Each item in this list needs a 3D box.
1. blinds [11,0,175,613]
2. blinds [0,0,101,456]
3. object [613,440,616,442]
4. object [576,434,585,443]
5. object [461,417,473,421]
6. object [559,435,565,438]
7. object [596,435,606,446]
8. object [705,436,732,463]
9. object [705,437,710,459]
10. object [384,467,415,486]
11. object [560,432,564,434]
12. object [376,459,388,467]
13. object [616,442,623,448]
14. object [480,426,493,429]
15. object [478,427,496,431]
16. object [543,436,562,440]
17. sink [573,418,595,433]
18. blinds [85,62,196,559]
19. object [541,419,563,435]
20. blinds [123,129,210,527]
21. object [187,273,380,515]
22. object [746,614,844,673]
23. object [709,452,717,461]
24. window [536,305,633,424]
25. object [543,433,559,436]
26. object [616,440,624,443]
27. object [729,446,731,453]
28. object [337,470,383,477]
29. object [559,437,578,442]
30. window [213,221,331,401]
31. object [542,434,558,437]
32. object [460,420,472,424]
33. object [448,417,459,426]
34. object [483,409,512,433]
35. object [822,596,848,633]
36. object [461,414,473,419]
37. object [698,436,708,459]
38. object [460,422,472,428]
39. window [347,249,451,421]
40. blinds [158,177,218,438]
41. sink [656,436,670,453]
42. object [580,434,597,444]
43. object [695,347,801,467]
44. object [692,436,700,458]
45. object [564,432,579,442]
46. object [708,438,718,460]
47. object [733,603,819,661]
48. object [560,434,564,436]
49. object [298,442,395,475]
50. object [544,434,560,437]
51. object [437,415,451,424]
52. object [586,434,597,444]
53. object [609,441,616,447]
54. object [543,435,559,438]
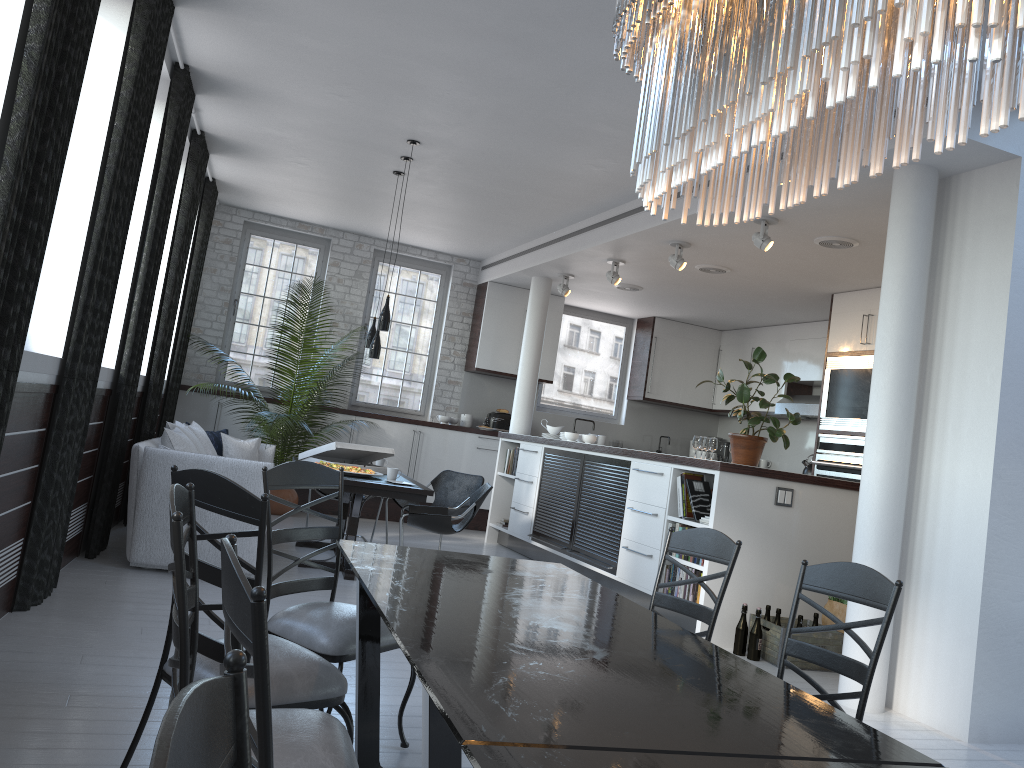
[{"bbox_3d":[-2.145,-0.541,4.623,0.102,3.326,0.622,10,-6,-15],"label":"blinds"},{"bbox_3d":[-1.729,-0.570,3.140,0.087,3.326,0.622,10,-6,-15],"label":"blinds"},{"bbox_3d":[1.361,0.787,11.622,0.093,0.098,0.094,12,-6,-38],"label":"object"},{"bbox_3d":[0.721,0.572,9.211,0.156,0.093,0.157,11,-5,-35],"label":"object"},{"bbox_3d":[-0.564,0.445,10.984,0.153,0.063,0.152,8,-4,9],"label":"object"},{"bbox_3d":[0.620,0.584,9.447,0.235,0.041,0.235,10,-4,-22],"label":"object"},{"bbox_3d":[1.128,0.729,11.241,0.109,0.152,0.137,6,-5,30],"label":"object"},{"bbox_3d":[2.905,0.919,11.875,0.242,0.375,0.874,11,-4,-25],"label":"object"},{"bbox_3d":[1.790,0.603,8.153,0.082,0.224,0.082,12,-6,-30],"label":"object"},{"bbox_3d":[-0.837,0.679,6.514,0.175,0.097,0.301,11,-4,-31],"label":"object"},{"bbox_3d":[0.626,0.549,9.450,0.236,0.041,0.234,7,-4,20],"label":"object"},{"bbox_3d":[-1.175,0.712,7.894,0.204,0.099,0.175,10,-4,-16],"label":"object"},{"bbox_3d":[1.394,0.816,11.522,0.094,0.098,0.093,9,-5,-4],"label":"object"},{"bbox_3d":[-0.312,0.531,10.737,0.139,0.044,0.136,6,-4,31],"label":"object"},{"bbox_3d":[-0.308,0.548,10.735,0.261,0.028,0.262,11,-4,-33],"label":"object"},{"bbox_3d":[0.451,0.598,9.710,0.261,0.028,0.262,11,-4,-32],"label":"object"},{"bbox_3d":[0.923,0.670,9.793,0.647,0.521,0.546,10,-5,-21],"label":"sink"},{"bbox_3d":[-2.531,-0.509,6.084,0.098,3.326,0.622,10,-6,-15],"label":"blinds"},{"bbox_3d":[0.442,0.487,9.724,0.269,0.174,0.130,8,-5,9],"label":"object"},{"bbox_3d":[-2.946,-0.479,7.602,0.111,3.326,0.738,10,-6,-15],"label":"blinds"},{"bbox_3d":[-2.510,0.070,9.372,1.925,2.632,2.388,6,-5,27],"label":"object"},{"bbox_3d":[1.819,1.661,5.702,0.454,0.249,0.389,10,-4,-15],"label":"object"},{"bbox_3d":[2.682,0.995,11.811,0.108,0.152,0.138,10,-5,-21],"label":"object"},{"bbox_3d":[0.966,-0.271,11.865,1.295,1.464,0.133,10,-6,-21],"label":"window"},{"bbox_3d":[0.455,0.568,9.713,0.261,0.028,0.262,11,-4,-33],"label":"object"},{"bbox_3d":[1.399,0.786,11.525,0.094,0.098,0.093,9,-5,-4],"label":"object"},{"bbox_3d":[1.942,0.603,7.769,0.083,0.224,0.082,5,-7,36],"label":"object"},{"bbox_3d":[-1.230,0.659,6.626,0.531,0.042,0.532,10,-4,-24],"label":"object"},{"bbox_3d":[0.618,0.601,9.445,0.235,0.041,0.235,10,-4,-25],"label":"object"},{"bbox_3d":[-2.807,-0.841,10.423,1.031,1.998,0.133,10,-6,-21],"label":"window"},{"bbox_3d":[0.453,0.583,9.712,0.262,0.028,0.261,8,-3,3],"label":"object"},{"bbox_3d":[-0.568,0.475,10.982,0.153,0.074,0.152,10,-4,-18],"label":"object"},{"bbox_3d":[-0.721,0.457,10.800,0.156,0.093,0.157,12,-5,-40],"label":"object"},{"bbox_3d":[-0.147,0.456,11.041,0.413,0.292,0.278,10,-5,-21],"label":"object"},{"bbox_3d":[2.169,1.536,5.854,0.345,0.623,0.210,4,-7,38],"label":"object"},{"bbox_3d":[-0.561,0.413,10.989,0.154,0.075,0.152,6,-5,37],"label":"object"},{"bbox_3d":[1.731,0.589,8.059,0.082,0.224,0.082,11,-6,-29],"label":"object"},{"bbox_3d":[-0.572,0.510,10.982,0.153,0.056,0.152,7,-4,22],"label":"object"},{"bbox_3d":[-2.549,-0.826,15.354,8.116,6.092,9.138,10,-4,-21],"label":"window"},{"bbox_3d":[-3.384,-0.451,9.116,0.102,3.326,0.622,10,-6,-15],"label":"blinds"},{"bbox_3d":[1.976,0.890,11.751,0.914,0.415,0.433,10,-5,-21],"label":"sink"},{"bbox_3d":[0.785,0.571,9.047,0.156,0.093,0.156,9,-4,-6],"label":"object"},{"bbox_3d":[1.769,0.163,6.605,0.776,0.894,0.434,5,-6,37],"label":"object"},{"bbox_3d":[1.695,0.590,8.156,0.083,0.224,0.082,7,-6,16],"label":"object"},{"bbox_3d":[0.608,0.546,9.060,0.156,0.093,0.156,10,-4,-20],"label":"object"},{"bbox_3d":[1.825,0.603,8.067,0.082,0.224,0.082,11,-6,-26],"label":"object"},{"bbox_3d":[1.712,1.605,5.664,0.556,0.326,0.288,8,-5,6],"label":"object"},{"bbox_3d":[0.622,0.566,9.448,0.235,0.041,0.235,10,-4,-28],"label":"object"},{"bbox_3d":[-1.373,0.593,7.392,0.588,0.216,0.588,12,-5,-41],"label":"object"},{"bbox_3d":[0.454,0.576,9.712,0.262,0.028,0.260,8,-4,8],"label":"object"},{"bbox_3d":[-0.815,0.435,10.665,0.156,0.093,0.156,10,-4,-22],"label":"object"},{"bbox_3d":[1.006,0.714,11.283,0.138,0.152,0.109,11,-5,-26],"label":"object"},{"bbox_3d":[1.296,0.799,11.489,0.093,0.098,0.094,12,-6,-38],"label":"object"},{"bbox_3d":[0.452,0.591,9.711,0.262,0.028,0.261,8,-3,4],"label":"object"}]
